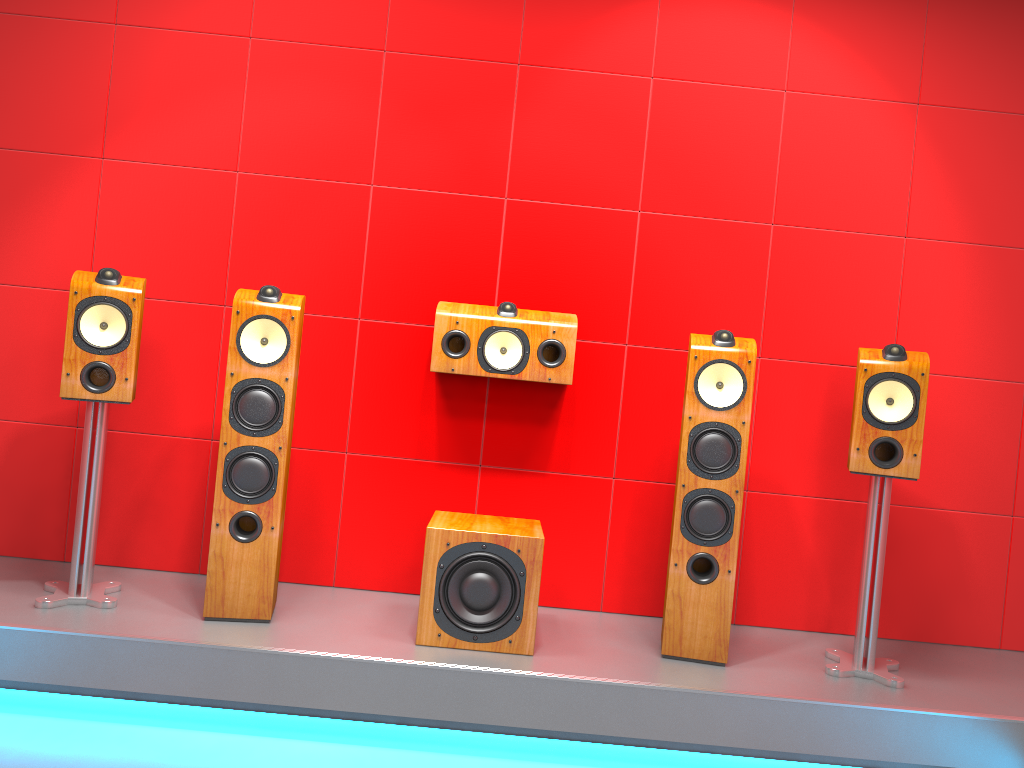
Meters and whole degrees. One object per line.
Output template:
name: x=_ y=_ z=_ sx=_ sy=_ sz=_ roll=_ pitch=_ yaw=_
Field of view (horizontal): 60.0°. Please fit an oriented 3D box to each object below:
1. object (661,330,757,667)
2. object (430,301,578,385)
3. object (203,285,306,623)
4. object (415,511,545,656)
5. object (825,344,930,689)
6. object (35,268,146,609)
object: x=0.637 y=0.351 z=2.885 sx=0.203 sy=1.052 sz=0.238 roll=5 pitch=0 yaw=9
object: x=-0.026 y=-0.155 z=3.178 sx=0.493 sy=0.271 sz=0.235 roll=5 pitch=0 yaw=-1
object: x=-0.821 y=0.211 z=2.849 sx=0.203 sy=1.052 sz=0.238 roll=5 pitch=0 yaw=-11
object: x=-0.098 y=0.628 z=2.853 sx=0.360 sy=0.360 sz=0.360 roll=5 pitch=0 yaw=-1
object: x=1.184 y=0.401 z=2.868 sx=0.231 sy=1.058 sz=0.265 roll=5 pitch=0 yaw=19
object: x=-1.335 y=0.159 z=2.844 sx=0.231 sy=1.058 sz=0.265 roll=5 pitch=0 yaw=-21
